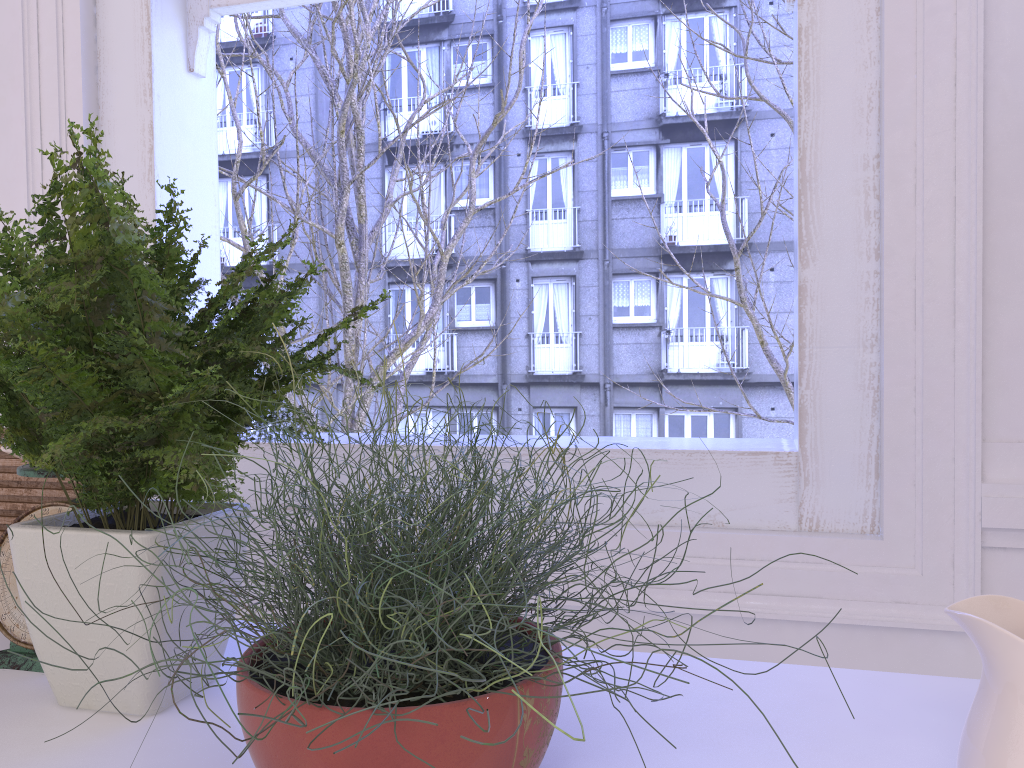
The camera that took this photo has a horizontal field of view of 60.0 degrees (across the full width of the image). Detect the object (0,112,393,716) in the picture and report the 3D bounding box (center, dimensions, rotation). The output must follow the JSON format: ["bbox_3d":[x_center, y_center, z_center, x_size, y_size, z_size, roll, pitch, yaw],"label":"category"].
[{"bbox_3d":[-0.381,0.037,0.847,0.438,0.527,0.368,0,2,16],"label":"object"}]

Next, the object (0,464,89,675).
[{"bbox_3d":[-0.486,0.194,1.003,0.159,0.208,0.185,0,2,16],"label":"object"}]

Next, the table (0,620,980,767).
[{"bbox_3d":[-0.301,0.614,0.718,1.514,0.619,0.736,0,2,16],"label":"table"}]

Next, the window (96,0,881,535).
[{"bbox_3d":[-0.086,-0.690,1.414,1.234,1.782,0.181,0,2,16],"label":"window"}]

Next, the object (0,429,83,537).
[{"bbox_3d":[-0.607,0.176,1.148,0.294,0.237,0.028,0,2,16],"label":"object"}]

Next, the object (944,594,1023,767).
[{"bbox_3d":[0.359,0.225,0.575,0.127,0.152,0.115,-1,2,-2],"label":"object"}]

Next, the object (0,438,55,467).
[{"bbox_3d":[-0.489,0.067,1.011,0.163,0.047,0.164,-2,2,-25],"label":"object"}]

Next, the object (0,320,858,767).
[{"bbox_3d":[-0.063,0.137,0.660,0.668,0.367,0.531,1,2,41],"label":"object"}]
